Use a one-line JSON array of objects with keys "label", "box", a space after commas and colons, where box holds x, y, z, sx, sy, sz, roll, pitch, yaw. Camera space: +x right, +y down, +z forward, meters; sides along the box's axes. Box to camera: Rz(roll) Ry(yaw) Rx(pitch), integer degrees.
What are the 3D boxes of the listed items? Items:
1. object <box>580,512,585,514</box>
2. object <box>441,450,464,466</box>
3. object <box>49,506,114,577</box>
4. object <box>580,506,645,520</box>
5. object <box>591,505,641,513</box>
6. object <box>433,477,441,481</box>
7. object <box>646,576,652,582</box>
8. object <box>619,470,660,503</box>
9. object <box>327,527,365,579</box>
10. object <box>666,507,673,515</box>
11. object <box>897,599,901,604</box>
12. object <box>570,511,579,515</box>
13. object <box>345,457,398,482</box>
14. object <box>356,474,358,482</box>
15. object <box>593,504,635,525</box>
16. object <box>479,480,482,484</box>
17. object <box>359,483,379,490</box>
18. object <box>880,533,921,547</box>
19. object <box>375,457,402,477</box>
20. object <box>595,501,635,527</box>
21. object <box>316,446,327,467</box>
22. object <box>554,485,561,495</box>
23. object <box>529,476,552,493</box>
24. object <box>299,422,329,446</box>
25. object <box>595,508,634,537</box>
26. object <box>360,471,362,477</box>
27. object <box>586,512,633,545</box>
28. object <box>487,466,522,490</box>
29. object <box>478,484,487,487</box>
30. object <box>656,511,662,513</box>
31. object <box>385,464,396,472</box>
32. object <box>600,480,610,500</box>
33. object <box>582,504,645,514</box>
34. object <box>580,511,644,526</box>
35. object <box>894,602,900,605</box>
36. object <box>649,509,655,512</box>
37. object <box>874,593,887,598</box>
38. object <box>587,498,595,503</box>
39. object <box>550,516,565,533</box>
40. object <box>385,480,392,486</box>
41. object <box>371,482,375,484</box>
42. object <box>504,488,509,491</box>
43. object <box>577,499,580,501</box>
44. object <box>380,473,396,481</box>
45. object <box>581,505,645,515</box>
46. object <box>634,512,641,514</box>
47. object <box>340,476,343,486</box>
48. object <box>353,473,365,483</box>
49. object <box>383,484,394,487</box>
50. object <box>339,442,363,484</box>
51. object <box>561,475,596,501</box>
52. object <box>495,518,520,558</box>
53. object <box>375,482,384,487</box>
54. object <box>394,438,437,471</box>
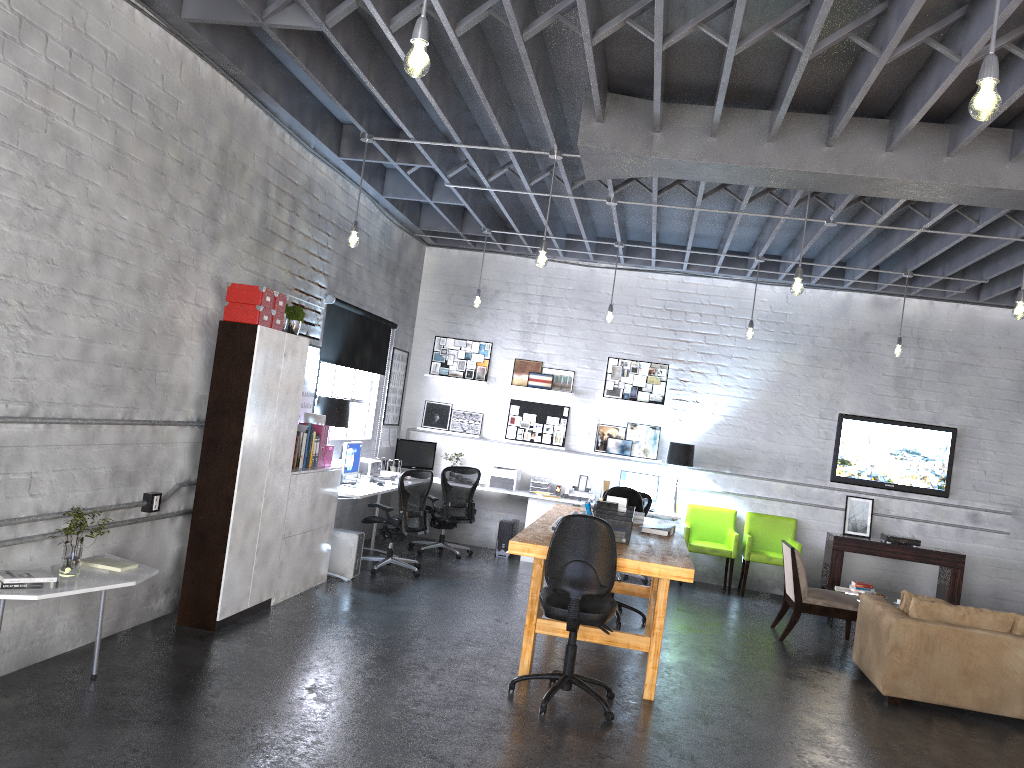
[{"label": "object", "box": [0.479, 0.969, 6.314, 0.057, 0.057, 0.635, 7, -2, 9]}, {"label": "object", "box": [-0.735, 1.002, 10.983, 0.297, 0.362, 0.270, 9, -2, -36]}, {"label": "object", "box": [-2.274, 0.833, 4.661, 0.297, 0.362, 0.271, 6, -2, 44]}, {"label": "object", "box": [0.814, 1.050, 7.209, 0.519, 0.047, 0.046, 7, -1, 7]}, {"label": "object", "box": [0.844, 1.061, 7.402, 0.519, 0.047, 0.047, 7, -1, 9]}, {"label": "object", "box": [-1.061, 1.113, 10.587, 0.422, 0.028, 0.180, 9, -2, -31]}, {"label": "object", "box": [1.680, 2.076, 10.336, 0.180, 0.411, 0.476, 8, -2, 9]}, {"label": "object", "box": [1.509, 1.265, 10.573, 0.465, 0.417, 0.212, 7, -1, 14]}, {"label": "object", "box": [-1.643, 1.552, 8.203, 0.478, 0.411, 0.200, 7, -1, 9]}, {"label": "object", "box": [1.813, 1.462, 10.200, 0.069, 0.083, 0.090, 8, -2, 8]}, {"label": "object", "box": [3.946, 2.211, 8.990, 0.081, 0.052, 0.077, 9, -2, -33]}, {"label": "object", "box": [0.423, 0.962, 6.323, 0.057, 0.057, 0.635, 7, -2, 9]}, {"label": "object", "box": [-1.462, 0.915, 9.374, 0.485, 0.230, 0.420, 7, -2, 9]}, {"label": "object", "box": [-1.579, 0.941, 9.045, 0.006, 0.124, 0.014, 8, -1, -25]}, {"label": "object", "box": [0.757, 1.020, 6.705, 0.316, 0.156, 0.306, 7, -2, 9]}, {"label": "object", "box": [-0.417, 1.200, 10.930, 0.104, 0.052, 0.023, 7, -1, 9]}, {"label": "object", "box": [-1.417, 1.001, 8.707, 0.181, 0.028, 0.422, 8, -2, -1]}, {"label": "object", "box": [4.419, 1.779, 10.093, 0.370, 0.082, 0.266, 7, -2, 9]}, {"label": "object", "box": [-1.439, 0.958, 10.144, 0.324, 0.208, 0.233, 7, -2, 9]}, {"label": "object", "box": [0.805, 1.037, 7.009, 0.316, 0.156, 0.306, 7, -2, 9]}, {"label": "object", "box": [-1.739, 0.608, 7.645, 0.213, 0.177, 0.161, 7, -1, 9]}, {"label": "object", "box": [0.563, 1.291, 10.774, 0.093, 0.116, 0.067, 8, -1, 9]}, {"label": "object", "box": [0.347, 1.234, 10.767, 0.229, 0.180, 0.316, 7, -2, 9]}, {"label": "object", "box": [-1.715, 0.433, 7.648, 0.214, 0.177, 0.161, 7, -1, 9]}, {"label": "object", "box": [0.710, 1.004, 6.401, 0.316, 0.156, 0.306, 7, -2, 9]}, {"label": "object", "box": [-1.547, 0.945, 9.047, 0.013, 0.124, 0.006, 8, -1, -17]}, {"label": "object", "box": [0.663, 0.987, 6.097, 0.316, 0.156, 0.306, 7, -2, 9]}, {"label": "object", "box": [-0.088, 1.150, 10.843, 0.351, 0.235, 0.351, 7, -2, 9]}, {"label": "object", "box": [-0.350, 1.214, 10.608, 0.103, 0.021, 0.131, 8, -2, -11]}, {"label": "object", "box": [1.710, 1.490, 10.322, 0.046, 0.009, 0.121, 8, -2, -6]}, {"label": "object", "box": [-1.439, 1.001, 10.481, 0.155, 0.141, 0.088, 7, -1, 24]}, {"label": "object", "box": [1.112, 1.293, 10.634, 0.087, 0.259, 0.237, 8, -1, 9]}, {"label": "object", "box": [0.837, 1.058, 7.355, 0.519, 0.047, 0.047, 7, -1, 9]}, {"label": "object", "box": [0.807, 1.089, 7.194, 0.519, 0.047, 0.047, 7, -1, 9]}, {"label": "object", "box": [3.941, 2.234, 8.989, 0.131, 0.016, 0.131, 7, -2, 16]}, {"label": "object", "box": [1.620, 1.462, 10.254, 0.058, 0.036, 0.114, 7, -2, 24]}, {"label": "object", "box": [3.881, 2.226, 9.352, 0.151, 0.040, 0.151, 7, -2, 27]}, {"label": "object", "box": [0.928, 1.365, 10.386, 0.095, 0.050, 0.095, 8, -2, -23]}, {"label": "object", "box": [0.332, 1.000, 6.335, 0.057, 0.058, 0.635, 7, -2, 9]}, {"label": "object", "box": [-1.262, 1.016, 9.073, 0.078, 0.049, 0.062, 8, -2, -21]}, {"label": "object", "box": [-1.406, 1.021, 9.082, 0.076, 0.016, 0.017, 8, -1, -1]}, {"label": "object", "box": [-0.058, 1.253, 10.523, 0.075, 0.016, 0.017, 6, -2, 34]}, {"label": "object", "box": [0.785, 1.363, 10.394, 0.017, 0.016, 0.076, 9, -2, -31]}, {"label": "object", "box": [-1.506, 1.008, 9.808, 0.392, 0.064, 0.259, 7, -2, 9]}, {"label": "object", "box": [0.823, 1.053, 7.264, 0.519, 0.047, 0.047, 7, -1, 9]}, {"label": "object", "box": [0.830, 1.056, 7.310, 0.519, 0.047, 0.047, 7, -1, 9]}, {"label": "object", "box": [-1.731, 0.859, 8.474, 0.209, 0.207, 0.104, 8, -1, 9]}, {"label": "object", "box": [-1.564, 0.961, 9.067, 0.082, 0.090, 0.090, 7, -2, 34]}, {"label": "object", "box": [-1.272, 1.039, 9.070, 0.119, 0.016, 0.119, 7, -2, 27]}, {"label": "object", "box": [-1.650, 0.775, 8.789, 0.212, 0.417, 0.465, 8, -2, 9]}, {"label": "object", "box": [0.817, 1.245, 10.688, 0.405, 0.280, 0.400, 7, -2, 9]}, {"label": "object", "box": [-0.056, 1.853, 10.694, 0.180, 0.411, 0.476, 8, -2, 9]}, {"label": "object", "box": [-1.347, 1.016, 8.993, 0.114, 0.036, 0.058, 8, -2, -1]}, {"label": "object", "box": [-1.202, 0.903, 10.880, 0.560, 0.427, 0.147, 9, -2, -44]}]
